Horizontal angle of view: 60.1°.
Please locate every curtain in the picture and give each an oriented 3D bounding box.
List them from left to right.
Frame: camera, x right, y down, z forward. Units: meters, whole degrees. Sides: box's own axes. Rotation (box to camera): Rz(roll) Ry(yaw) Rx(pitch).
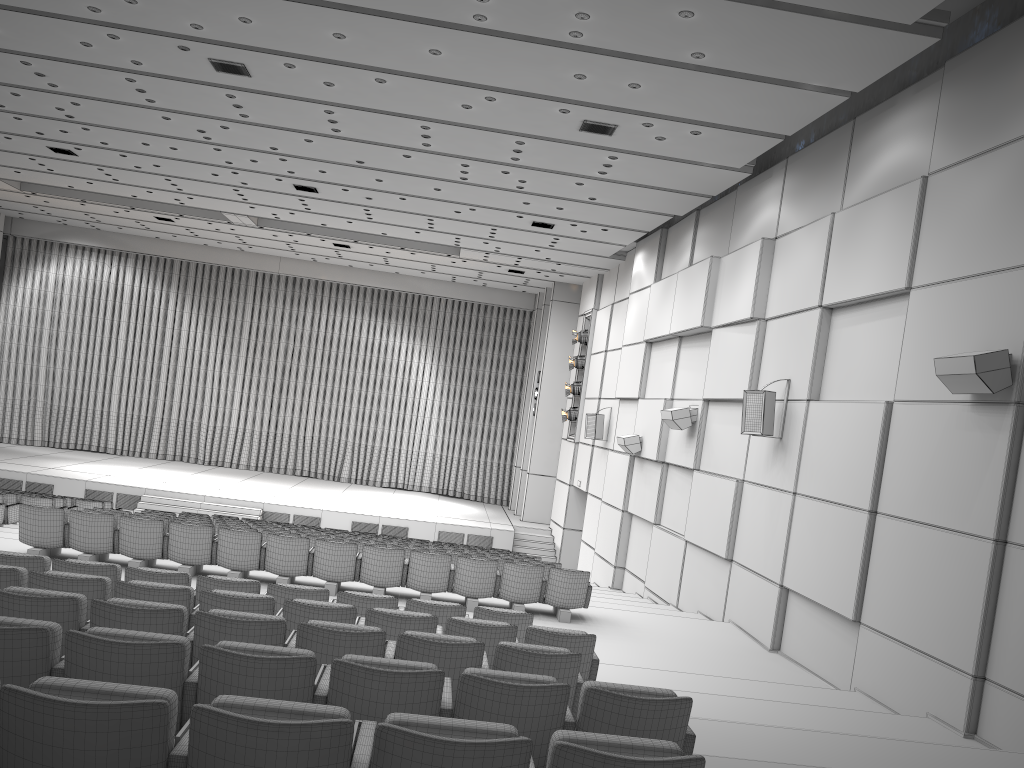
[{"bbox_3d":[-7.356,-0.433,27.515,16.144,6.532,1.426,8,2,-5],"label":"curtain"}]

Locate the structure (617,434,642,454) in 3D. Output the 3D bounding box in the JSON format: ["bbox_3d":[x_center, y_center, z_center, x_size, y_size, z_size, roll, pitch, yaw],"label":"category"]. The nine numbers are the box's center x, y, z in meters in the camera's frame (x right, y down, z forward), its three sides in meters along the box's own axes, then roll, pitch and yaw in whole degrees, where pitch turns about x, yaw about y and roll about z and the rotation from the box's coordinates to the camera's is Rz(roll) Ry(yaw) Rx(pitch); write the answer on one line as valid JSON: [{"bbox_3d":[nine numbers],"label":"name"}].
[{"bbox_3d":[2.221,1.083,16.390,0.471,0.418,0.519,8,0,-7],"label":"structure"}]

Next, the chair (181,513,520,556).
[{"bbox_3d":[-2.850,2.967,15.937,6.055,0.623,0.611,8,0,-5],"label":"chair"}]

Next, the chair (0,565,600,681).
[{"bbox_3d":[-6.207,1.115,5.749,13.761,0.623,0.611,8,0,-5],"label":"chair"}]

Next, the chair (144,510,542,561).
[{"bbox_3d":[-2.760,2.791,14.834,6.605,0.623,0.611,8,0,-5],"label":"chair"}]

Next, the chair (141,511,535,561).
[{"bbox_3d":[-2.635,2.620,13.735,6.055,0.623,0.611,8,0,-5],"label":"chair"}]

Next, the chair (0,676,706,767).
[{"bbox_3d":[-5.910,0.591,2.444,13.211,0.623,0.611,8,0,-5],"label":"chair"}]

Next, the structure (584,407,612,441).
[{"bbox_3d":[1.860,0.843,19.119,0.407,0.745,0.412,9,2,43],"label":"structure"}]

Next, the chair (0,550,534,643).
[{"bbox_3d":[-6.341,1.285,6.848,13.211,0.623,0.611,8,0,-5],"label":"chair"}]

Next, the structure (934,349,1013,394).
[{"bbox_3d":[3.772,-0.123,7.153,0.471,0.418,0.519,8,0,-8],"label":"structure"}]

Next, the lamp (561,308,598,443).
[{"bbox_3d":[1.737,-0.191,22.270,0.756,3.346,1.018,7,2,-9],"label":"lamp"}]

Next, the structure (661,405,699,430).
[{"bbox_3d":[2.625,0.511,13.861,0.471,0.418,0.519,8,0,-9],"label":"structure"}]

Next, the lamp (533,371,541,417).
[{"bbox_3d":[0.829,0.296,24.783,0.437,1.480,0.384,7,2,-9],"label":"lamp"}]

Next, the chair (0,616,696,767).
[{"bbox_3d":[-5.992,0.768,3.547,13.761,0.623,0.611,8,0,-5],"label":"chair"}]

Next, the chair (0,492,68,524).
[{"bbox_3d":[-10.638,1.708,14.152,6.605,0.623,0.611,8,0,-5],"label":"chair"}]

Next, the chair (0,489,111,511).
[{"bbox_3d":[-10.854,2.055,16.354,6.605,0.623,0.611,8,0,-5],"label":"chair"}]

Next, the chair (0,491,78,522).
[{"bbox_3d":[-10.729,1.884,15.255,6.055,0.623,0.611,8,0,-5],"label":"chair"}]

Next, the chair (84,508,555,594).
[{"bbox_3d":[-2.419,2.273,11.533,6.055,0.623,0.611,8,0,-5],"label":"chair"}]

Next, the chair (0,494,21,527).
[{"bbox_3d":[-10.514,1.537,13.053,6.055,0.623,0.611,8,0,-5],"label":"chair"}]

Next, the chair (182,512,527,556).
[{"bbox_3d":[-2.975,3.139,17.036,6.605,0.623,0.611,8,0,-5],"label":"chair"}]

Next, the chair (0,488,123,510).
[{"bbox_3d":[-10.911,2.236,17.465,6.055,0.623,0.611,8,0,-5],"label":"chair"}]

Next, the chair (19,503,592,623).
[{"bbox_3d":[-2.329,2.097,10.431,6.606,0.623,0.611,8,0,-5],"label":"chair"}]

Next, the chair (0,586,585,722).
[{"bbox_3d":[-6.126,0.938,4.646,13.211,0.623,0.611,8,0,-5],"label":"chair"}]

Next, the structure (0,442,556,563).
[{"bbox_3d":[-7.550,3.160,24.530,17.834,0.847,8.305,8,-2,-5],"label":"structure"}]

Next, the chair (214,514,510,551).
[{"bbox_3d":[-3.032,3.320,18.148,6.055,0.623,0.611,8,0,-5],"label":"chair"}]

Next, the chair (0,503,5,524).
[{"bbox_3d":[-10.423,1.360,11.950,6.605,0.623,0.611,8,0,-5],"label":"chair"}]

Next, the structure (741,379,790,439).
[{"bbox_3d":[3.085,0.278,10.799,0.407,0.745,0.412,9,2,43],"label":"structure"}]

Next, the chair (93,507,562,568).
[{"bbox_3d":[-2.544,2.444,12.633,6.605,0.623,0.611,8,0,-5],"label":"chair"}]
